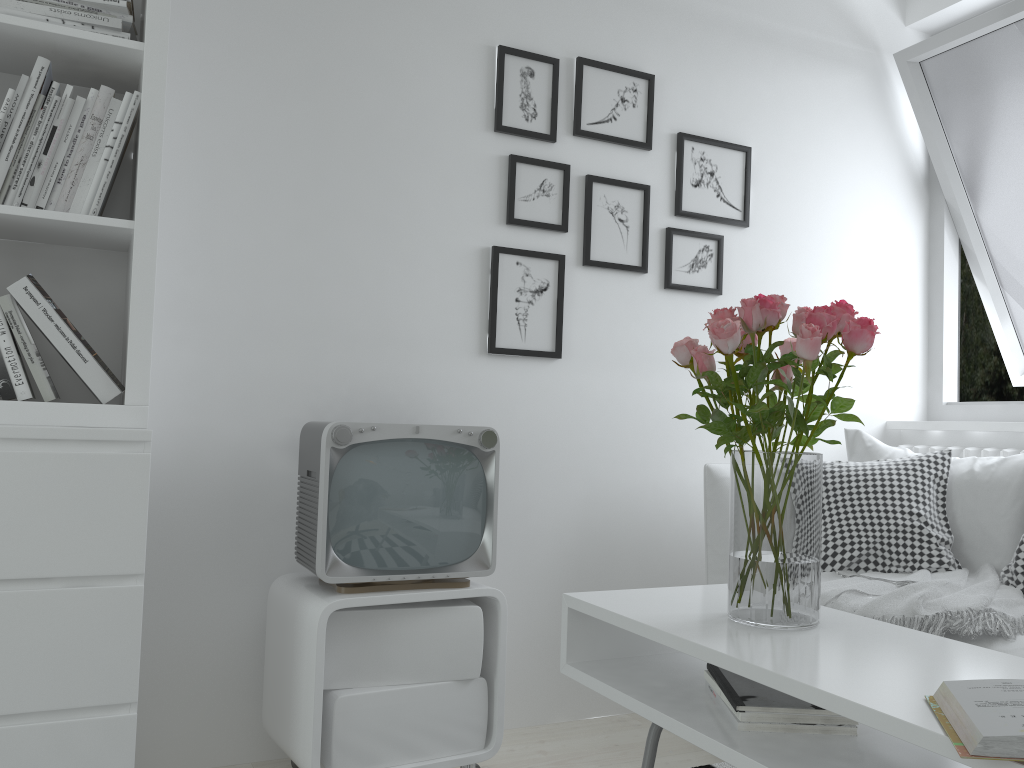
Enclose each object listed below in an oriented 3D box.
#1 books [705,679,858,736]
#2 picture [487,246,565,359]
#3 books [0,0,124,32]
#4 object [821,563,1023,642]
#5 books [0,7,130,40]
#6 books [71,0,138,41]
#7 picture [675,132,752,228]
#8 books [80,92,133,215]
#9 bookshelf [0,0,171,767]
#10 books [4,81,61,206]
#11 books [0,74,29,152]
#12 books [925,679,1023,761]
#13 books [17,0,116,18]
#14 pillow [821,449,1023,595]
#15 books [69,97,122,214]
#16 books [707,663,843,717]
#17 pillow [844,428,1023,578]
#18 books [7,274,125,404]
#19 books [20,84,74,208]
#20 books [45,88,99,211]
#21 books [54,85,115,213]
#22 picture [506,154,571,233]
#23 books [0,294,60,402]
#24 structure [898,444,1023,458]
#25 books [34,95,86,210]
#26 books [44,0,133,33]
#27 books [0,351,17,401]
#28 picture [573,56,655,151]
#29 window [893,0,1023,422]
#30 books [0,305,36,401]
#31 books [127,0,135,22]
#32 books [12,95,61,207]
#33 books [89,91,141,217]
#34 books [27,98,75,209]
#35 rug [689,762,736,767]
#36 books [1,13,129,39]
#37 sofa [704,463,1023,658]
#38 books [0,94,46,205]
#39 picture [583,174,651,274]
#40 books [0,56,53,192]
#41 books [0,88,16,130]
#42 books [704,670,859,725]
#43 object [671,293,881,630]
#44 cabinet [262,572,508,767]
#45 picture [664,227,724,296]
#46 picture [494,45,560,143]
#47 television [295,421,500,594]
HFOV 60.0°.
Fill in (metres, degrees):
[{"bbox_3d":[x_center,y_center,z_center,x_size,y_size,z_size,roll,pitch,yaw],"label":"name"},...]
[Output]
[{"bbox_3d":[0.458,0.558,1.546,0.191,0.014,0.259,2,-3,1],"label":"books"},{"bbox_3d":[0.044,-0.233,2.559,0.232,0.306,0.019,3,-3,-26],"label":"picture"},{"bbox_3d":[-0.980,-0.762,1.900,0.273,0.021,0.174,3,-3,-21],"label":"books"},{"bbox_3d":[1.074,0.597,2.182,0.831,0.291,0.670,3,-3,-27],"label":"object"},{"bbox_3d":[-0.980,-0.743,1.903,0.288,0.016,0.182,3,-3,-26],"label":"books"},{"bbox_3d":[-0.977,-0.808,1.920,0.288,0.016,0.182,3,-3,-16],"label":"books"},{"bbox_3d":[0.654,-0.657,2.870,0.290,0.266,0.019,3,-3,-26],"label":"picture"},{"bbox_3d":[-0.888,-0.478,1.940,0.090,0.282,0.182,3,-3,-26],"label":"books"},{"bbox_3d":[-1.493,-0.332,1.581,1.595,2.416,0.440,3,-3,-26],"label":"bookshelf"},{"bbox_3d":[-1.020,-0.484,1.889,0.090,0.282,0.182,3,-3,-26],"label":"books"},{"bbox_3d":[-1.057,-0.487,1.843,0.085,0.278,0.159,3,-3,-26],"label":"books"},{"bbox_3d":[0.673,0.389,1.004,0.342,0.040,0.231,1,-3,16],"label":"books"},{"bbox_3d":[-0.989,-0.780,1.898,0.254,0.013,0.161,3,-3,-26],"label":"books"},{"bbox_3d":[1.523,0.335,1.633,0.676,0.513,2.488,3,-3,-24],"label":"pillow"},{"bbox_3d":[-0.911,-0.472,1.936,0.091,0.269,0.174,3,-3,-26],"label":"books"},{"bbox_3d":[0.467,0.531,1.549,0.207,0.012,0.257,2,-3,2],"label":"books"},{"bbox_3d":[1.260,0.381,2.551,0.617,0.491,0.321,0,-4,38],"label":"pillow"},{"bbox_3d":[-0.932,-0.086,1.863,0.226,0.255,0.176,3,-3,-26],"label":"books"},{"bbox_3d":[-0.988,-0.482,1.887,0.085,0.278,0.159,3,-3,-26],"label":"books"},{"bbox_3d":[-0.954,-0.480,1.921,0.090,0.282,0.182,3,-3,-26],"label":"books"},{"bbox_3d":[-0.931,-0.485,1.931,0.103,0.293,0.180,3,-3,-26],"label":"books"},{"bbox_3d":[0.079,-0.554,2.588,0.196,0.202,0.018,3,-3,-26],"label":"picture"},{"bbox_3d":[-0.993,-0.068,1.829,0.118,0.213,0.161,3,-3,-26],"label":"books"},{"bbox_3d":[1.751,0.517,2.356,0.206,0.660,1.655,3,-3,-26],"label":"structure"},{"bbox_3d":[-0.966,-0.470,1.899,0.085,0.258,0.167,3,-3,-26],"label":"books"},{"bbox_3d":[-0.988,-0.792,1.916,0.288,0.016,0.182,4,-3,-31],"label":"books"},{"bbox_3d":[-1.054,-0.082,1.801,0.104,0.232,0.152,3,-3,-26],"label":"books"},{"bbox_3d":[0.314,-0.854,2.710,0.275,0.236,0.021,3,-3,-26],"label":"picture"},{"bbox_3d":[2.590,-0.307,5.711,4.514,8.137,12.055,3,-3,-26],"label":"window"},{"bbox_3d":[-1.029,-0.073,1.817,0.101,0.218,0.161,3,-3,-26],"label":"books"},{"bbox_3d":[-0.974,-0.829,1.905,0.296,0.028,0.180,3,-3,-21],"label":"books"},{"bbox_3d":[-1.000,-0.468,1.871,0.078,0.249,0.161,3,-3,-26],"label":"books"},{"bbox_3d":[-0.867,-0.478,1.932,0.090,0.282,0.182,3,-3,-26],"label":"books"},{"bbox_3d":[-0.978,-0.467,1.884,0.077,0.248,0.161,3,-3,-26],"label":"books"},{"bbox_3d":[-0.158,0.892,0.934,4.362,0.004,1.846,3,-3,-26],"label":"rug"},{"bbox_3d":[-0.970,-0.727,1.890,0.288,0.016,0.182,3,-3,-21],"label":"books"},{"bbox_3d":[1.478,0.596,1.603,0.917,0.768,2.647,3,-3,-26],"label":"sofa"},{"bbox_3d":[-1.030,-0.469,1.867,0.078,0.248,0.161,3,-3,-26],"label":"books"},{"bbox_3d":[0.321,-0.485,2.703,0.225,0.274,0.018,3,-3,-26],"label":"picture"},{"bbox_3d":[-1.037,-0.507,1.865,0.109,0.325,0.176,3,-3,-26],"label":"books"},{"bbox_3d":[-1.075,-0.471,1.838,0.077,0.248,0.161,3,-3,-26],"label":"books"},{"bbox_3d":[0.460,0.544,1.551,0.191,0.014,0.254,2,-3,-1],"label":"books"},{"bbox_3d":[0.464,0.131,1.614,0.327,0.599,0.350,2,-3,-6],"label":"object"},{"bbox_3d":[-0.306,0.706,2.106,0.467,0.477,0.350,4,-3,-32],"label":"cabinet"},{"bbox_3d":[0.582,-0.389,2.827,0.218,0.194,0.017,3,-3,-26],"label":"picture"},{"bbox_3d":[0.045,-0.842,2.580,0.196,0.248,0.018,3,-3,-26],"label":"picture"},{"bbox_3d":[-0.272,0.281,2.096,0.414,0.374,0.273,3,-3,-26],"label":"television"}]
